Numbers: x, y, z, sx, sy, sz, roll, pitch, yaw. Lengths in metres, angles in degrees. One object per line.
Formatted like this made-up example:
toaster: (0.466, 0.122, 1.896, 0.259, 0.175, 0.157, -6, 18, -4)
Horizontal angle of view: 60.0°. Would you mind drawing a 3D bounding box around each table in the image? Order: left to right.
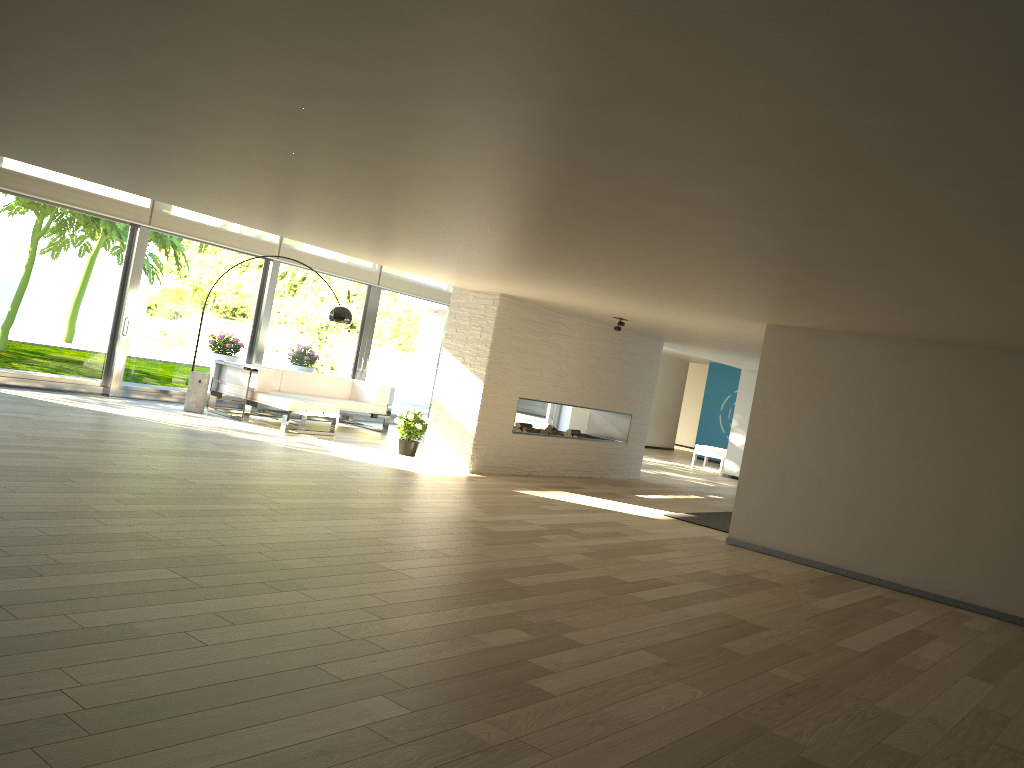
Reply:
table: (-0.594, 0.745, 12.316, 1.221, 0.305, 1.219, 11, 1, 38)

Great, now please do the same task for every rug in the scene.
rug: (2.469, 1.474, 9.373, 0.980, 0.011, 1.996, 11, 1, 38)

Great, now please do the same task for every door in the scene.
door: (-0.490, -0.137, 14.419, 19.462, 2.374, 22.922, 11, 1, 38)

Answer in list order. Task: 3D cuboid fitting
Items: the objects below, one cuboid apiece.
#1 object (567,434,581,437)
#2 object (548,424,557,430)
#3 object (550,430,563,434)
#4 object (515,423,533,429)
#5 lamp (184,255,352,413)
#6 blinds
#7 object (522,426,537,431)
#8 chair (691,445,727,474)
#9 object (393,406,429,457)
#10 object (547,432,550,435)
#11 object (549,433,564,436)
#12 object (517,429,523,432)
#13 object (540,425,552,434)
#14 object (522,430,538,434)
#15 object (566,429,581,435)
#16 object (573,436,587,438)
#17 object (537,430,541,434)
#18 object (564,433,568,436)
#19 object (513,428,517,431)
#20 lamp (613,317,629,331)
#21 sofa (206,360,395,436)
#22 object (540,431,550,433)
object: (0.819, 0.699, 11.637, 0.076, 0.076, 0.236, 10, 0, 36)
object: (0.543, 0.603, 11.325, 0.093, 0.170, 0.271, 10, 0, 36)
object: (0.556, 0.613, 11.214, 0.064, 0.060, 0.229, 10, 1, 39)
object: (0.143, 0.518, 10.797, 0.093, 0.088, 0.260, 10, 0, 36)
lamp: (-2.876, -0.531, 10.682, 1.753, 2.024, 0.283, 10, 0, -10)
blinds: (-1.963, -1.959, 13.466, 0.056, 0.984, 11.516, 10, 0, 38)
object: (0.213, 0.556, 10.764, 0.064, 0.060, 0.229, 10, 1, 39)
chair: (3.854, 1.437, 16.866, 0.612, 0.442, 0.609, 11, 0, 38)
object: (-1.143, 0.539, 10.126, 0.430, 0.571, 0.405, 10, 0, -30)
object: (0.495, 0.645, 11.212, 0.076, 0.076, 0.236, 10, 0, 36)
object: (0.563, 0.657, 11.172, 0.082, 0.073, 0.237, 10, 1, 37)
object: (0.152, 0.587, 10.763, 0.076, 0.076, 0.236, 10, 0, 36)
object: (0.413, 0.584, 11.072, 0.064, 0.165, 0.225, 10, 0, 37)
object: (0.220, 0.600, 10.722, 0.082, 0.073, 0.237, 10, 1, 37)
object: (0.811, 0.632, 11.666, 0.082, 0.073, 0.237, 10, 1, 37)
object: (0.887, 0.712, 11.596, 0.082, 0.073, 0.237, 10, 1, 37)
object: (0.302, 0.610, 11.139, 0.075, 0.074, 0.245, 10, 1, 16)
object: (0.770, 0.690, 11.692, 0.075, 0.074, 0.245, 10, 0, 36)
object: (0.102, 0.577, 10.818, 0.075, 0.074, 0.245, 10, 0, 36)
lamp: (1.205, -0.662, 9.958, 0.135, 0.153, 0.233, 10, 0, 38)
sofa: (-2.478, 0.236, 11.525, 1.547, 0.654, 2.401, 11, 1, 38)
object: (0.446, 0.635, 11.268, 0.075, 0.074, 0.245, 10, 0, 36)
